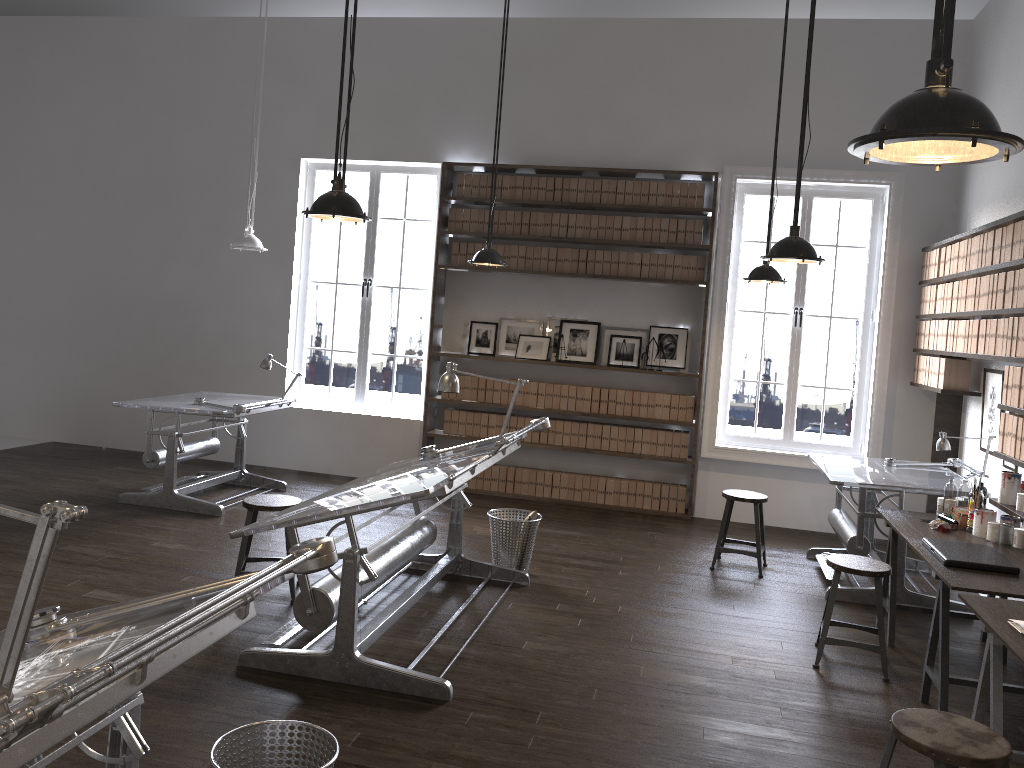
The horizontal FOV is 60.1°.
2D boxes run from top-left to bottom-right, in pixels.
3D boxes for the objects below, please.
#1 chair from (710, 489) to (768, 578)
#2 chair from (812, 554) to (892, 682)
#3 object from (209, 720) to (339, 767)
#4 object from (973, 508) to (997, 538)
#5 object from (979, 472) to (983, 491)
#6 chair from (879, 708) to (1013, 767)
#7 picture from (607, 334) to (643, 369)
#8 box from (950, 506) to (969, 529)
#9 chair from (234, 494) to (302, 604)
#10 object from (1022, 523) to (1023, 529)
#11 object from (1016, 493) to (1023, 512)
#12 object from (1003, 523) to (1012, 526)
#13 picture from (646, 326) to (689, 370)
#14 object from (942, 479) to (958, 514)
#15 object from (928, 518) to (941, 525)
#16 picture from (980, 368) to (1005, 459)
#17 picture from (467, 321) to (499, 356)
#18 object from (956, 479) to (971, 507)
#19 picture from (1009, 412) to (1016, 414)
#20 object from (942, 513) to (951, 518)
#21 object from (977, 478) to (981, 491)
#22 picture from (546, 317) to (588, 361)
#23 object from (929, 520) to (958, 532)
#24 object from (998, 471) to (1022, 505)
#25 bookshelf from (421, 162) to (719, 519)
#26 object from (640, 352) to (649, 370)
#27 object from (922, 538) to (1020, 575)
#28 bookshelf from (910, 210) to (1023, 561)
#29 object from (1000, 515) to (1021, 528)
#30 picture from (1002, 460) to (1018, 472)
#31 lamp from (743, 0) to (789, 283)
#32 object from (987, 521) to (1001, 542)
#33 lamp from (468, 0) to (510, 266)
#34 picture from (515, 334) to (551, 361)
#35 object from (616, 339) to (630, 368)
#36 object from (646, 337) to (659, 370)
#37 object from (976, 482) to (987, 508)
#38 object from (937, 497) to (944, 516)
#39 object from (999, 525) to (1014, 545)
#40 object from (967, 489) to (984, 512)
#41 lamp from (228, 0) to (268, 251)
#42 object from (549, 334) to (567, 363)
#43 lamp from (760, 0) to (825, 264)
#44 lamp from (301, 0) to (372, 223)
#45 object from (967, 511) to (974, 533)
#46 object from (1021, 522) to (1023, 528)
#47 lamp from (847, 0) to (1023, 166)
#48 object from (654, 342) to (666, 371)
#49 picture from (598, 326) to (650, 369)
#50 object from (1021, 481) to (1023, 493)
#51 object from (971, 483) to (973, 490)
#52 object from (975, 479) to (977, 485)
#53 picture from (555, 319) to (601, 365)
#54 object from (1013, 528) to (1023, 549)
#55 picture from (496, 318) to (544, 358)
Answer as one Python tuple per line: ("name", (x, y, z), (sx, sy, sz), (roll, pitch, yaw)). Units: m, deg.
("chair", (1.609, 1.032, 6.193), (0.359, 0.527, 0.372), (5, 3, 20))
("chair", (1.747, 1.171, 4.516), (0.359, 0.527, 0.372), (5, 3, 20))
("object", (-0.678, 1.213, 2.496), (0.354, 0.377, 0.353), (6, 3, 34))
("object", (2.501, 0.737, 4.686), (0.104, 0.141, 0.105), (4, 2, 4))
("object", (2.567, 0.594, 4.871), (0.021, 0.228, 0.007), (5, 2, 24))
("chair", (1.263, 1.282, 2.602), (0.358, 0.527, 0.373), (4, 2, -15))
("picture", (1.015, -0.291, 7.970), (0.290, 0.290, 0.127), (5, 2, 12))
("box", (2.535, 0.745, 4.916), (0.138, 0.083, 0.212), (5, 4, 12))
("chair", (-1.350, 0.908, 4.927), (0.371, 0.527, 0.359), (4, 2, -10))
("object", (2.598, 0.757, 4.509), (0.004, 0.133, 0.029), (4, 2, 7))
("object", (2.749, 0.638, 4.763), (0.062, 0.094, 0.062), (4, 2, -2))
("object", (2.550, 0.768, 4.563), (0.044, 0.101, 0.045), (5, 2, 12))
("picture", (1.387, -0.328, 7.902), (0.343, 0.364, 0.161), (5, 2, 12))
("object", (2.509, 0.660, 5.071), (0.068, 0.229, 0.069), (5, 2, 9))
("object", (2.344, 0.764, 4.918), (0.011, 0.017, 0.171), (6, 5, 43))
("picture", (3.241, 0.187, 5.971), (0.040, 0.574, 0.415), (5, 2, 12))
("picture", (-0.273, -0.427, 8.307), (0.267, 0.315, 0.058), (5, 2, 12))
("object", (2.578, 0.662, 5.056), (0.068, 0.237, 0.069), (5, 2, 9))
("picture", (3.168, 0.156, 5.559), (0.022, 0.284, 0.201), (5, 2, 11))
("object", (2.464, 0.756, 5.029), (0.049, 0.037, 0.049), (5, 3, 9))
("object", (2.556, 0.608, 4.865), (0.006, 0.192, 0.055), (5, 2, 11))
("picture", (0.492, -0.401, 8.127), (0.370, 0.405, 0.091), (5, 2, 12))
("object", (2.331, 0.760, 4.809), (0.132, 0.050, 0.197), (8, 5, 41))
("object", (2.795, 0.584, 4.971), (0.108, 0.176, 0.107), (5, 2, 14))
("bookshelf", (0.472, -0.085, 8.100), (2.475, 3.718, 0.413), (5, 2, 12))
("object", (1.164, -0.202, 7.777), (0.066, 0.165, 0.040), (5, 2, 12))
("object", (2.139, 0.804, 4.153), (0.312, 0.033, 0.446), (5, 4, 12))
("bookshelf", (2.444, 0.732, 2.748), (0.374, 3.200, 9.191), (5, 4, 12))
("object", (2.594, 0.755, 4.617), (0.094, 0.128, 0.095), (5, 3, 16))
("picture", (3.147, 0.448, 5.577), (0.023, 0.183, 0.251), (5, 3, 12))
("lamp", (1.899, -1.854, 6.328), (0.312, 2.249, 0.311), (4, 1, -8))
("object", (2.489, 0.763, 4.576), (0.062, 0.094, 0.062), (2, 3, -38))
("lamp", (-0.102, -2.037, 6.763), (0.312, 2.249, 0.311), (4, 1, -8))
("picture", (0.193, -0.331, 8.111), (0.300, 0.229, 0.144), (5, 2, 12))
("object", (0.986, -0.268, 7.843), (0.124, 0.260, 0.040), (5, 2, 12))
("object", (1.236, -0.268, 7.798), (0.118, 0.304, 0.040), (5, 2, 12))
("object", (2.661, 0.673, 5.038), (0.068, 0.229, 0.069), (5, 2, 9))
("object", (2.506, 0.716, 5.143), (0.068, 0.104, 0.068), (5, 2, 16))
("object", (2.520, 0.770, 4.513), (0.063, 0.093, 0.063), (3, 3, -29))
("object", (2.665, 0.651, 4.800), (0.345, 0.146, 0.077), (7, 3, 35))
("lamp", (-2.068, -2.216, 7.182), (0.312, 2.249, 0.311), (4, 1, -8))
("object", (0.420, -0.320, 7.951), (0.174, 0.260, 0.040), (5, 2, 12))
("lamp", (1.492, -1.738, 4.424), (0.312, 2.249, 0.311), (4, 1, -8))
("lamp", (-0.706, -1.867, 3.963), (0.313, 2.249, 0.310), (5, 2, 32))
("object", (2.476, 0.743, 4.759), (0.049, 0.111, 0.049), (5, 2, 9))
("object", (2.595, 0.755, 4.517), (0.005, 0.117, 0.036), (4, 2, 6))
("lamp", (0.904, -1.573, 1.701), (0.313, 2.249, 0.310), (5, 2, 37))
("object", (1.308, -0.242, 7.811), (0.110, 0.261, 0.040), (5, 2, 12))
("picture", (1.015, -0.329, 8.012), (0.434, 0.360, 0.095), (5, 2, 12))
("object", (2.857, 0.610, 4.925), (0.051, 0.139, 0.050), (5, 2, 10))
("object", (2.543, 0.625, 4.882), (0.037, 0.153, 0.005), (4, 1, 8))
("object", (2.550, 0.615, 4.891), (0.022, 0.180, 0.005), (5, 2, 35))
("picture", (0.602, -0.379, 8.050), (0.374, 0.391, 0.149), (5, 2, 12))
("object", (2.557, 0.777, 4.457), (0.062, 0.094, 0.062), (3, 3, -29))
("picture", (0.070, -0.419, 8.214), (0.416, 0.365, 0.083), (5, 2, 12))
